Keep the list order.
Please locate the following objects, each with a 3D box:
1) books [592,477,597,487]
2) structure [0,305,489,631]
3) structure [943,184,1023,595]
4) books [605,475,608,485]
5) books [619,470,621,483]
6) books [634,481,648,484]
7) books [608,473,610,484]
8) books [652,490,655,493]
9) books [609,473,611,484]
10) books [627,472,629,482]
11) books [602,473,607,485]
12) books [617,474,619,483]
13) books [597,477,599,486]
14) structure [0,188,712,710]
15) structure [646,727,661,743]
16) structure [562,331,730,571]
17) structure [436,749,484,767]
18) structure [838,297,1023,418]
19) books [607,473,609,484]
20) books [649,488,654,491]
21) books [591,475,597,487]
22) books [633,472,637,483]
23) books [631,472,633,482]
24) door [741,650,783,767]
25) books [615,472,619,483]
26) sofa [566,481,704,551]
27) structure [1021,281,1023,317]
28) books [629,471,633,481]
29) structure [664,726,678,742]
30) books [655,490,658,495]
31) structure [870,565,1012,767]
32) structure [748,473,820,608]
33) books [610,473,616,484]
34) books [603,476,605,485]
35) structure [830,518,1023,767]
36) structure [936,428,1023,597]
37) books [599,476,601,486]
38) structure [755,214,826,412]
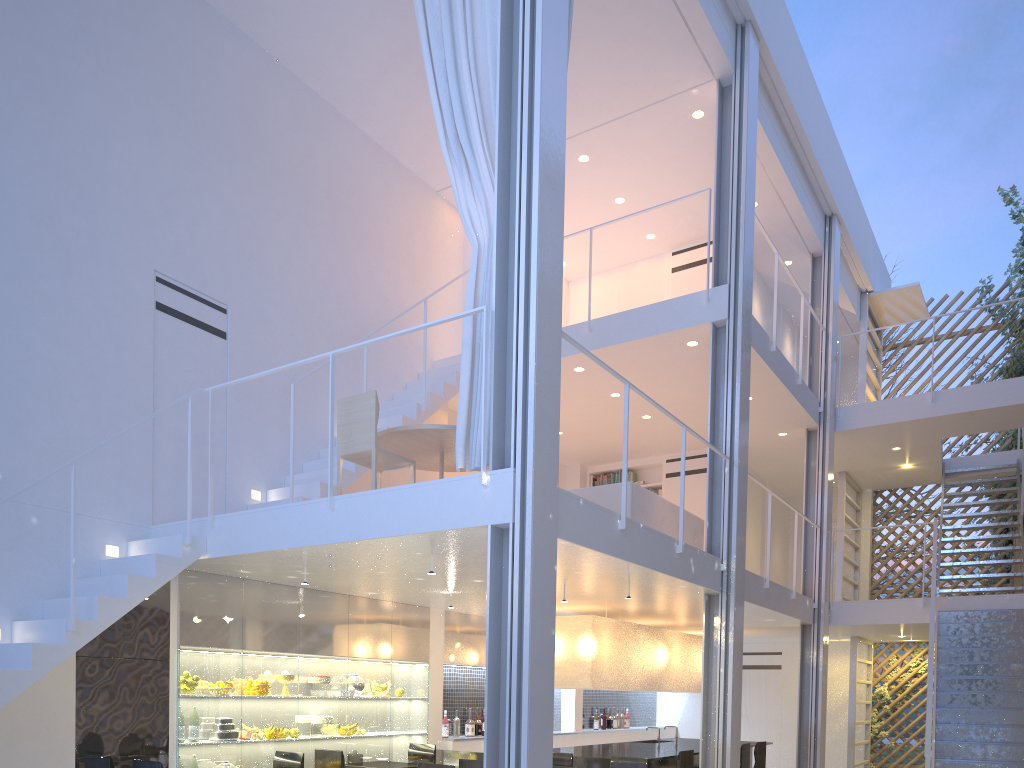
[{"bbox_3d":[0.676,0.829,6.686,0.006,0.118,0.099,2,-6,34],"label":"books"},{"bbox_3d":[-1.051,0.530,2.304,1.378,1.709,1.502,-4,-10,33],"label":"structure"},{"bbox_3d":[4.514,1.035,7.412,1.114,4.330,3.438,1,-6,32],"label":"structure"},{"bbox_3d":[0.776,0.804,6.620,0.007,0.123,0.099,2,-6,34],"label":"books"},{"bbox_3d":[0.876,0.772,6.559,0.015,0.146,0.090,2,-4,34],"label":"books"},{"bbox_3d":[1.015,0.783,6.473,0.097,0.020,0.066,-15,-24,37],"label":"books"},{"bbox_3d":[0.799,0.794,6.612,0.024,0.139,0.086,2,-4,34],"label":"books"},{"bbox_3d":[-0.129,1.144,5.149,0.037,1.574,3.780,2,-12,44],"label":"books"},{"bbox_3d":[0.807,0.792,6.607,0.024,0.139,0.086,2,-4,34],"label":"books"},{"bbox_3d":[0.938,0.770,6.515,0.015,0.119,0.096,2,-6,34],"label":"books"},{"bbox_3d":[0.752,0.801,6.643,0.011,0.147,0.085,2,-3,34],"label":"books"},{"bbox_3d":[0.862,0.787,6.567,0.015,0.121,0.092,2,-5,34],"label":"books"},{"bbox_3d":[0.713,0.823,6.676,0.021,0.125,0.072,2,-3,34],"label":"books"},{"bbox_3d":[-0.784,0.228,3.009,1.737,3.156,3.832,-1,-11,33],"label":"structure"},{"bbox_3d":[1.036,2.585,6.061,0.114,0.118,0.035,-5,-4,33],"label":"structure"},{"bbox_3d":[0.572,0.360,3.302,0.028,0.525,1.793,2,-15,34],"label":"structure"},{"bbox_3d":[-0.250,2.399,4.970,0.565,0.353,0.012,-9,-4,33],"label":"structure"},{"bbox_3d":[2.711,-0.157,5.303,1.159,0.540,0.028,-10,-5,33],"label":"structure"},{"bbox_3d":[0.791,0.796,6.617,0.024,0.139,0.086,2,-4,34],"label":"books"},{"bbox_3d":[-0.140,1.152,5.177,0.030,1.625,3.739,2,-12,44],"label":"books"},{"bbox_3d":[0.669,0.823,6.694,0.015,0.136,0.092,2,-4,34],"label":"books"},{"bbox_3d":[0.972,0.765,6.505,0.006,0.124,0.074,2,-3,34],"label":"books"},{"bbox_3d":[0.961,0.767,6.502,0.006,0.116,0.093,2,-6,34],"label":"books"},{"bbox_3d":[0.352,2.330,5.833,0.481,1.134,5.749,-1,-16,45],"label":"door"},{"bbox_3d":[0.848,0.784,6.582,0.027,0.137,0.081,2,-4,34],"label":"books"},{"bbox_3d":[0.631,0.849,4.482,0.507,0.347,1.038,-7,-20,32],"label":"sofa"},{"bbox_3d":[2.228,-1.126,2.790,0.742,2.597,2.471,1,-8,26],"label":"structure"},{"bbox_3d":[0.951,0.764,6.505,0.015,0.123,0.098,2,-6,34],"label":"books"},{"bbox_3d":[1.223,2.696,6.345,0.114,0.118,0.035,-5,-4,33],"label":"structure"},{"bbox_3d":[-0.104,1.141,5.155,0.045,1.564,3.744,3,-12,45],"label":"books"},{"bbox_3d":[3.570,2.479,7.028,1.150,1.919,0.296,-2,-1,33],"label":"structure"},{"bbox_3d":[1.592,0.964,4.850,0.028,0.525,1.795,2,-15,34],"label":"structure"},{"bbox_3d":[0.814,0.790,6.602,0.024,0.139,0.086,2,-4,34],"label":"books"},{"bbox_3d":[0.764,0.810,6.630,0.021,0.118,0.095,2,-6,34],"label":"books"},{"bbox_3d":[2.279,1.539,4.551,1.189,1.866,2.060,-1,-11,27],"label":"structure"},{"bbox_3d":[3.494,0.801,6.120,0.536,1.805,1.308,1,-6,28],"label":"structure"},{"bbox_3d":[0.731,0.819,6.665,0.021,0.125,0.072,2,-3,34],"label":"books"},{"bbox_3d":[1.618,-0.364,4.818,0.028,0.525,1.795,2,-15,34],"label":"structure"}]
